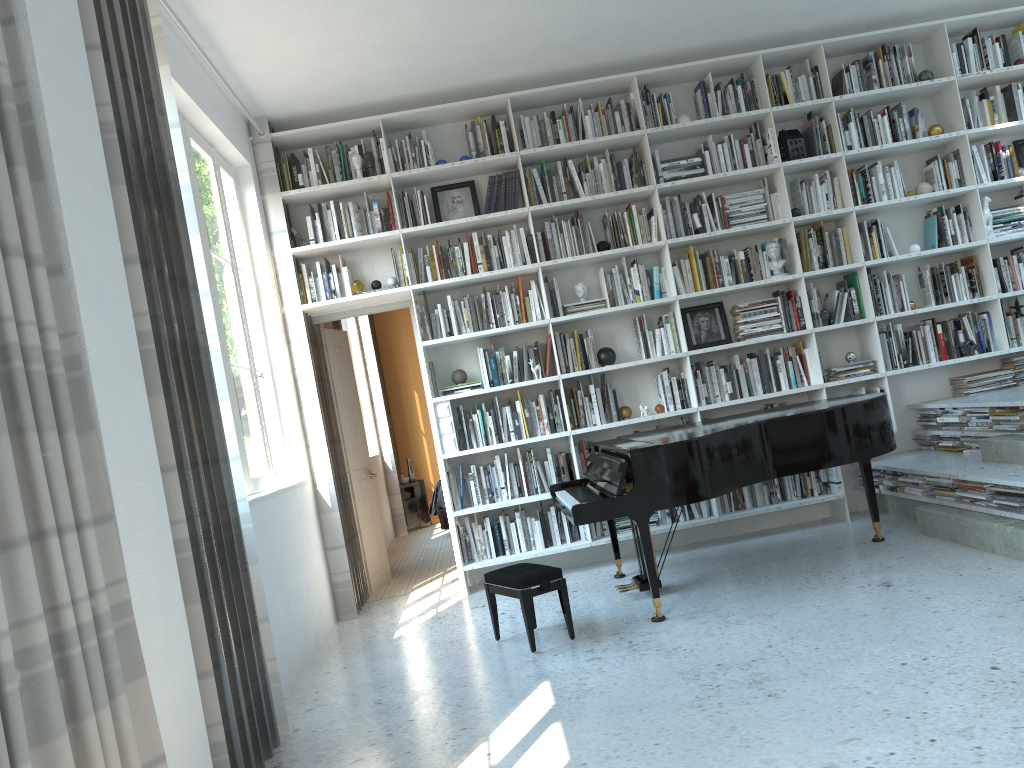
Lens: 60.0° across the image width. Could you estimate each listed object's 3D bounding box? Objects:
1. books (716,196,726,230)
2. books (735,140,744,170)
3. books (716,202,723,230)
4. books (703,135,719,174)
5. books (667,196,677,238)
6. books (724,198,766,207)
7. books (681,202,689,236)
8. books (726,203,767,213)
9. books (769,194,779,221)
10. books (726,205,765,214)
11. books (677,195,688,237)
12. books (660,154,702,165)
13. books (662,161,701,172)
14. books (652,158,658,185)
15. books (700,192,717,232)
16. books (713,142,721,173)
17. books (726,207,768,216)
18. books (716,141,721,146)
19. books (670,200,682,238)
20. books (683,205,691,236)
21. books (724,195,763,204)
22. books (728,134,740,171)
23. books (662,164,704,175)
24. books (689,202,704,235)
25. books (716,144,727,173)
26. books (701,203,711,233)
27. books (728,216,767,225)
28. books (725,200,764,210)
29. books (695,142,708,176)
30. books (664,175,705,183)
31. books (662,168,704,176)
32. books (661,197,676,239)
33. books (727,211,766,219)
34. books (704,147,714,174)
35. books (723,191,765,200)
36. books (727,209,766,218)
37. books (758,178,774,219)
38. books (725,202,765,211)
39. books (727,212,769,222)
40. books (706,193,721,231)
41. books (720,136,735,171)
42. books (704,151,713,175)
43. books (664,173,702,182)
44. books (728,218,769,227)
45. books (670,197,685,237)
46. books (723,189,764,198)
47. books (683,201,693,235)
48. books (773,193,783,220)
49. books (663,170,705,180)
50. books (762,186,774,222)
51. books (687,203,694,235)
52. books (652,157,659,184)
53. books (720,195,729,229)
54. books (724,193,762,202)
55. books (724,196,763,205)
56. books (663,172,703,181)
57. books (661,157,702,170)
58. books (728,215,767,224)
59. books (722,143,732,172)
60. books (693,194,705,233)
[{"bbox_3d":[1.393,-1.123,5.969,0.015,0.245,0.183,-10,-1,-3],"label":"books"},{"bbox_3d":[1.507,-1.506,5.975,0.023,0.223,0.190,-10,-1,-3],"label":"books"},{"bbox_3d":[1.376,-1.105,5.976,0.024,0.216,0.132,-10,-1,-3],"label":"books"},{"bbox_3d":[1.337,-1.506,5.962,0.011,0.284,0.190,-10,-1,-3],"label":"books"},{"bbox_3d":[1.064,-1.097,5.976,0.014,0.313,0.133,-10,-1,-3],"label":"books"},{"bbox_3d":[1.550,-1.206,5.989,0.285,0.012,0.159,-10,-2,-3],"label":"books"},{"bbox_3d":[1.146,-1.081,5.965,0.011,0.252,0.153,-10,-1,-3],"label":"books"},{"bbox_3d":[1.557,-1.171,5.984,0.285,0.012,0.159,-11,-2,1],"label":"books"},{"bbox_3d":[1.750,-1.165,5.992,0.029,0.198,0.172,-10,-1,-3],"label":"books"},{"bbox_3d":[1.559,-1.159,5.988,0.254,0.012,0.161,-10,-2,-1],"label":"books"},{"bbox_3d":[1.131,-1.103,5.962,0.011,0.300,0.179,-10,-1,-3],"label":"books"},{"bbox_3d":[1.119,-1.493,5.983,0.285,0.024,0.159,-10,-2,-2],"label":"books"},{"bbox_3d":[1.129,-1.446,5.972,0.254,0.025,0.161,-10,-2,-6],"label":"books"},{"bbox_3d":[0.938,-1.390,5.952,0.027,0.201,0.167,-10,-1,-3],"label":"books"},{"bbox_3d":[1.312,-1.132,5.973,0.049,0.291,0.162,-10,-1,-3],"label":"books"},{"bbox_3d":[1.357,-1.485,5.978,0.021,0.237,0.171,-10,-1,-3],"label":"books"},{"bbox_3d":[1.561,-1.147,5.988,0.285,0.012,0.159,-10,-2,-1],"label":"books"},{"bbox_3d":[1.409,-1.498,5.990,0.012,0.244,0.131,-10,-1,-3],"label":"books"},{"bbox_3d":[1.089,-1.078,5.950,0.025,0.266,0.185,-10,-1,-3],"label":"books"},{"bbox_3d":[1.160,-1.074,5.966,0.014,0.233,0.147,-10,-1,-3],"label":"books"},{"bbox_3d":[1.545,-1.232,5.987,0.254,0.012,0.161,-10,-2,0],"label":"books"},{"bbox_3d":[1.480,-1.524,5.983,0.023,0.269,0.185,-10,-1,-3],"label":"books"},{"bbox_3d":[1.133,-1.422,5.969,0.285,0.024,0.159,-11,-2,3],"label":"books"},{"bbox_3d":[1.224,-1.088,5.960,0.066,0.236,0.154,-10,-1,-3],"label":"books"},{"bbox_3d":[1.393,-1.481,5.977,0.027,0.216,0.190,-10,-1,-3],"label":"books"},{"bbox_3d":[1.292,-1.090,5.968,0.024,0.216,0.148,-10,-1,-3],"label":"books"},{"bbox_3d":[1.572,-1.087,5.989,0.254,0.012,0.161,-10,-2,-2],"label":"books"},{"bbox_3d":[1.552,-1.195,5.986,0.254,0.012,0.161,-10,-2,0],"label":"books"},{"bbox_3d":[1.280,-1.480,5.975,0.012,0.254,0.161,-10,-1,-3],"label":"books"},{"bbox_3d":[1.144,-1.356,5.973,0.285,0.012,0.159,-11,-2,1],"label":"books"},{"bbox_3d":[1.135,-1.404,5.976,0.285,0.012,0.159,-10,-2,-4],"label":"books"},{"bbox_3d":[1.047,-1.086,5.956,0.026,0.297,0.179,-10,-1,-3],"label":"books"},{"bbox_3d":[1.566,-1.123,5.985,0.254,0.012,0.161,-10,-2,0],"label":"books"},{"bbox_3d":[1.324,-1.471,6.001,0.024,0.223,0.128,-10,-1,-3],"label":"books"},{"bbox_3d":[1.541,-1.256,5.980,0.285,0.012,0.159,-10,-2,-7],"label":"books"},{"bbox_3d":[1.563,-1.135,5.985,0.254,0.012,0.161,-10,-2,-4],"label":"books"},{"bbox_3d":[1.719,-1.220,5.995,0.012,0.319,0.140,-10,-1,-3],"label":"books"},{"bbox_3d":[1.554,-1.183,5.984,0.254,0.012,0.161,-10,-2,-5],"label":"books"},{"bbox_3d":[1.568,-1.111,5.982,0.285,0.012,0.159,-10,-2,-5],"label":"books"},{"bbox_3d":[1.350,-1.128,5.960,0.021,0.269,0.191,-10,-1,-3],"label":"books"},{"bbox_3d":[1.454,-1.521,6.003,0.029,0.273,0.140,-10,-1,-3],"label":"books"},{"bbox_3d":[1.304,-1.451,5.971,0.025,0.187,0.193,-10,-1,-3],"label":"books"},{"bbox_3d":[1.142,-1.368,5.969,0.254,0.012,0.161,-11,-2,3],"label":"books"},{"bbox_3d":[1.575,-1.075,5.987,0.285,0.012,0.159,-10,-2,-1],"label":"books"},{"bbox_3d":[1.112,-1.097,5.969,0.029,0.295,0.151,-10,-1,-3],"label":"books"},{"bbox_3d":[1.538,-1.268,5.988,0.285,0.012,0.159,-10,-2,0],"label":"books"},{"bbox_3d":[1.172,-1.085,5.962,0.014,0.250,0.172,-10,-1,-3],"label":"books"},{"bbox_3d":[1.779,-1.174,5.999,0.030,0.205,0.158,-10,-1,-3],"label":"books"},{"bbox_3d":[1.137,-1.392,5.973,0.285,0.012,0.159,-10,-2,-5],"label":"books"},{"bbox_3d":[1.713,-1.187,5.978,0.012,0.254,0.161,-10,-1,-3],"label":"books"},{"bbox_3d":[1.185,-1.082,5.964,0.011,0.239,0.147,-10,-1,-3],"label":"books"},{"bbox_3d":[0.955,-1.402,5.966,0.013,0.218,0.141,-10,-1,-3],"label":"books"},{"bbox_3d":[1.407,-1.127,5.957,0.013,0.247,0.176,-10,-1,-3],"label":"books"},{"bbox_3d":[1.543,-1.244,5.992,0.254,0.012,0.161,-10,-2,-2],"label":"books"},{"bbox_3d":[1.548,-1.219,5.980,0.254,0.012,0.161,-11,-2,3],"label":"books"},{"bbox_3d":[1.139,-1.380,5.973,0.254,0.012,0.161,-10,-2,-5],"label":"books"},{"bbox_3d":[1.124,-1.470,5.977,0.285,0.024,0.159,-10,-2,0],"label":"books"},{"bbox_3d":[1.570,-1.099,5.987,0.254,0.012,0.161,-10,-2,-3],"label":"books"},{"bbox_3d":[1.431,-1.490,5.981,0.028,0.219,0.183,-10,-1,-3],"label":"books"},{"bbox_3d":[1.263,-1.120,5.975,0.022,0.285,0.131,-10,-1,-3],"label":"books"}]
